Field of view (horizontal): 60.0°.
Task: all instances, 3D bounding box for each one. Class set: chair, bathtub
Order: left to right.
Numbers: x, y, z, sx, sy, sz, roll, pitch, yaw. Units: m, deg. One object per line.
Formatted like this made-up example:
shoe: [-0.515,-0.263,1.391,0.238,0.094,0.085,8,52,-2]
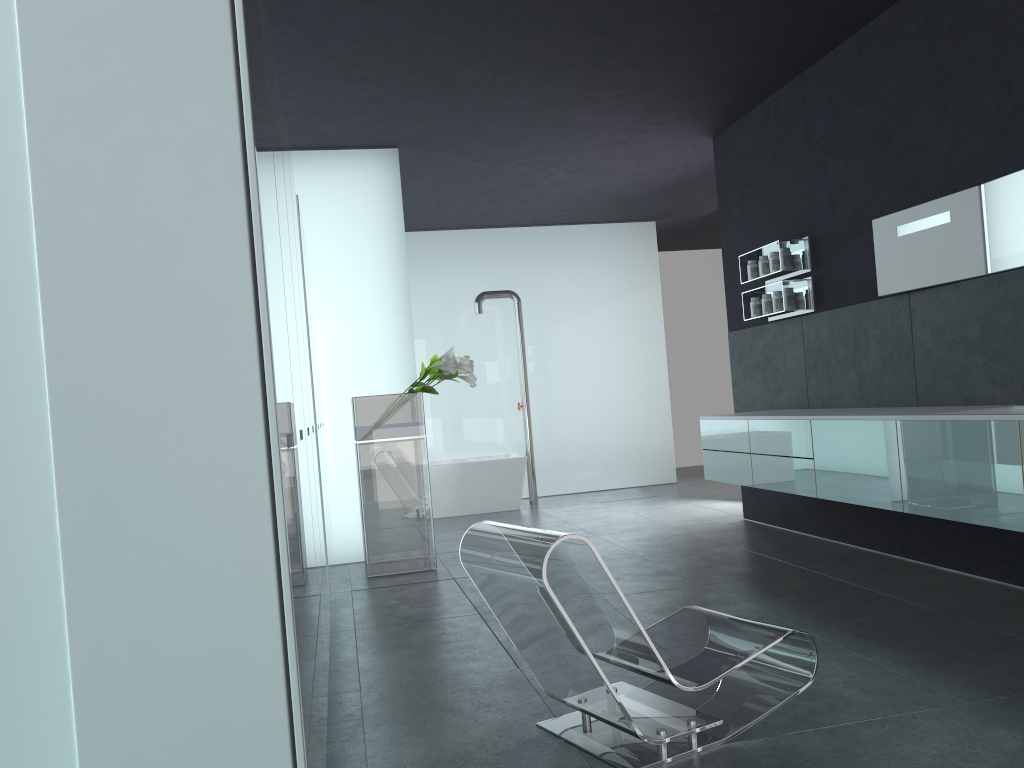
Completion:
bathtub: [-0.842,1.229,11.378,1.977,0.858,0.961,-4,-1,-11]
chair: [0.519,0.933,3.540,1.260,0.871,0.629,-4,-1,-30]

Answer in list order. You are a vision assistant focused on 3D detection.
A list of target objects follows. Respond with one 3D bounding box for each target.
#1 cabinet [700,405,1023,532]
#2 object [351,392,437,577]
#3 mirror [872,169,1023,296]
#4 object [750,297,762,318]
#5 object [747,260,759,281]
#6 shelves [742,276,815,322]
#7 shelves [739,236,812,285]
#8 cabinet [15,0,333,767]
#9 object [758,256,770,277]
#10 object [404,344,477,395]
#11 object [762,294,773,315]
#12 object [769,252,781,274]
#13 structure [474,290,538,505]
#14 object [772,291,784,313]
cabinet: [2.575,0.430,5.146,0.734,0.556,5.586,-5,-1,-11]
object: [-1.026,0.840,7.637,0.584,1.491,0.575,-5,0,-11]
mirror: [2.979,-0.950,4.355,0.109,0.532,3.724,-5,-1,-13]
object: [2.153,-0.671,7.820,0.096,0.184,0.068,-5,0,-20]
object: [2.126,-0.997,7.820,0.096,0.184,0.068,-5,0,-20]
shelves: [2.254,-0.708,7.554,0.265,0.285,0.770,-5,-1,-11]
shelves: [2.227,-1.034,7.554,0.265,0.285,0.770,-5,-1,-11]
cabinet: [-1.230,0.068,4.579,0.398,2.215,6.007,-5,-1,-11]
object: [2.168,-1.005,7.609,0.096,0.184,0.068,-5,0,-2]
object: [-0.789,0.047,7.543,1.023,0.779,0.975,-4,-1,-19]
object: [2.195,-0.679,7.609,0.096,0.184,0.068,-5,0,-2]
object: [2.205,-1.012,7.425,0.096,0.184,0.068,-5,0,-13]
structure: [-0.080,0.215,11.544,0.642,2.872,0.123,-5,0,-12]
object: [2.231,-0.686,7.424,0.096,0.184,0.068,-5,0,-13]
